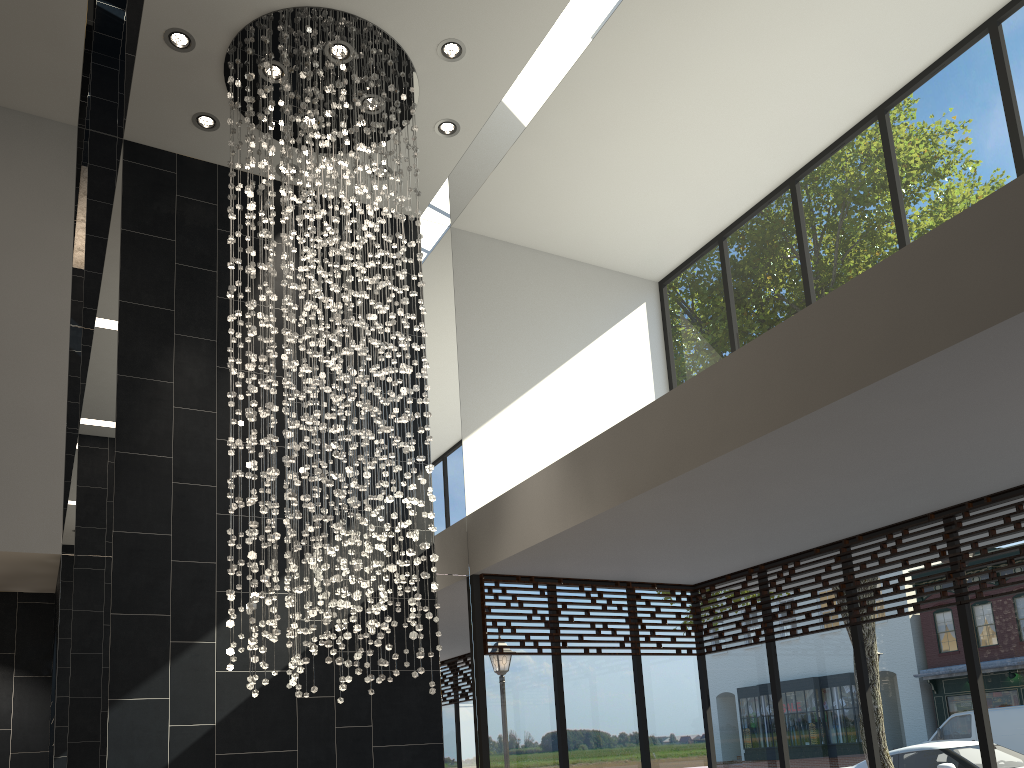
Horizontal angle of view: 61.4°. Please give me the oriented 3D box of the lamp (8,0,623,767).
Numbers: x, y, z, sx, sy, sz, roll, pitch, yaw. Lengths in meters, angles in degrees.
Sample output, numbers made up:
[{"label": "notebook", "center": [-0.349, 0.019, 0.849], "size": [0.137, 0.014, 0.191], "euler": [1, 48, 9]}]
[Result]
[{"label": "lamp", "center": [-8.437, -42.664, 8.820], "size": [398.710, 107.337, 427.064], "euler": [-2, -23, -4]}]

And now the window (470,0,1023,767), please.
[{"label": "window", "center": [2.157, 0.350, 4.962], "size": [2.374, 5.643, 6.491], "euler": [4, -19, -28]}]
